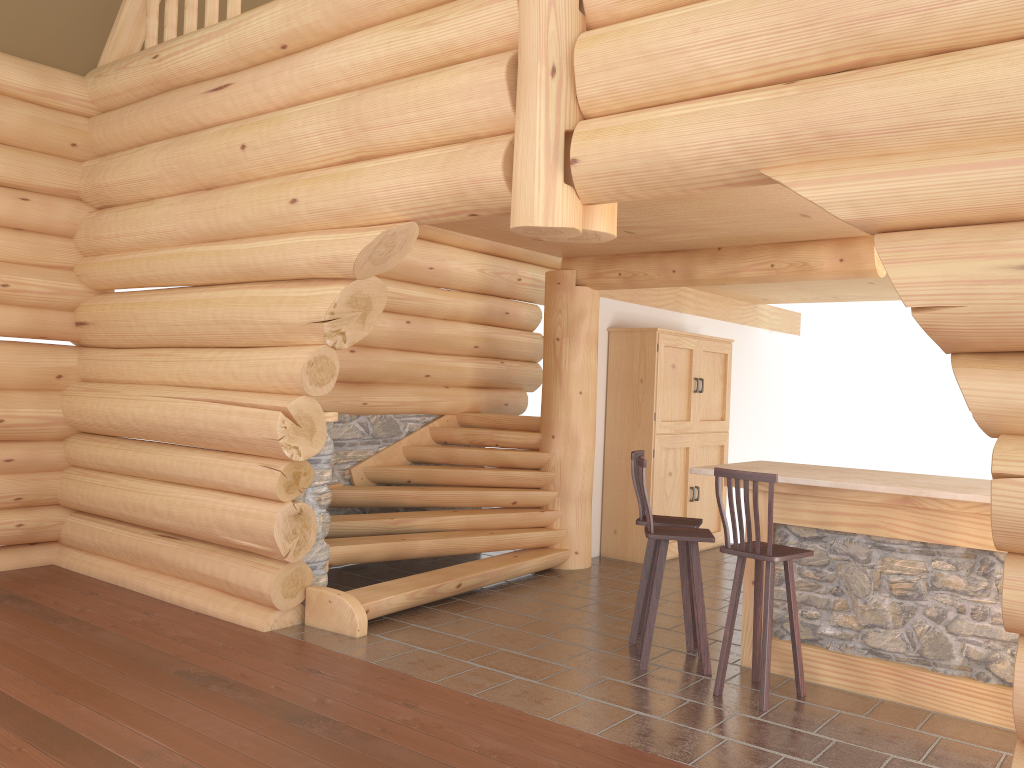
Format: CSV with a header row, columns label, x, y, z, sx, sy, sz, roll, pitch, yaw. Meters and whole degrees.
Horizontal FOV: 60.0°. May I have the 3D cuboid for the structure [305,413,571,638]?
label,x,y,z,sx,sy,sz,roll,pitch,yaw
structure,-0.882,0.922,8.052,1.951,1.643,3.604,2,0,32

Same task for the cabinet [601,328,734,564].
label,x,y,z,sx,sy,sz,roll,pitch,yaw
cabinet,1.775,0.648,9.868,0.670,2.403,1.847,2,0,38

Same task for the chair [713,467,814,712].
label,x,y,z,sx,sy,sz,roll,pitch,yaw
chair,1.451,1.157,5.161,0.504,1.319,0.406,2,0,-42

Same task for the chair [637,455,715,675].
label,x,y,z,sx,sy,sz,roll,pitch,yaw
chair,1.038,1.143,5.708,0.504,1.319,0.406,2,0,7

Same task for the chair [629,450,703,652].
label,x,y,z,sx,sy,sz,roll,pitch,yaw
chair,1.071,1.147,6.228,0.504,1.319,0.406,2,0,18

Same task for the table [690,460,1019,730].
label,x,y,z,sx,sy,sz,roll,pitch,yaw
table,2.775,1.241,5.321,3.220,1.257,1.196,2,0,38
